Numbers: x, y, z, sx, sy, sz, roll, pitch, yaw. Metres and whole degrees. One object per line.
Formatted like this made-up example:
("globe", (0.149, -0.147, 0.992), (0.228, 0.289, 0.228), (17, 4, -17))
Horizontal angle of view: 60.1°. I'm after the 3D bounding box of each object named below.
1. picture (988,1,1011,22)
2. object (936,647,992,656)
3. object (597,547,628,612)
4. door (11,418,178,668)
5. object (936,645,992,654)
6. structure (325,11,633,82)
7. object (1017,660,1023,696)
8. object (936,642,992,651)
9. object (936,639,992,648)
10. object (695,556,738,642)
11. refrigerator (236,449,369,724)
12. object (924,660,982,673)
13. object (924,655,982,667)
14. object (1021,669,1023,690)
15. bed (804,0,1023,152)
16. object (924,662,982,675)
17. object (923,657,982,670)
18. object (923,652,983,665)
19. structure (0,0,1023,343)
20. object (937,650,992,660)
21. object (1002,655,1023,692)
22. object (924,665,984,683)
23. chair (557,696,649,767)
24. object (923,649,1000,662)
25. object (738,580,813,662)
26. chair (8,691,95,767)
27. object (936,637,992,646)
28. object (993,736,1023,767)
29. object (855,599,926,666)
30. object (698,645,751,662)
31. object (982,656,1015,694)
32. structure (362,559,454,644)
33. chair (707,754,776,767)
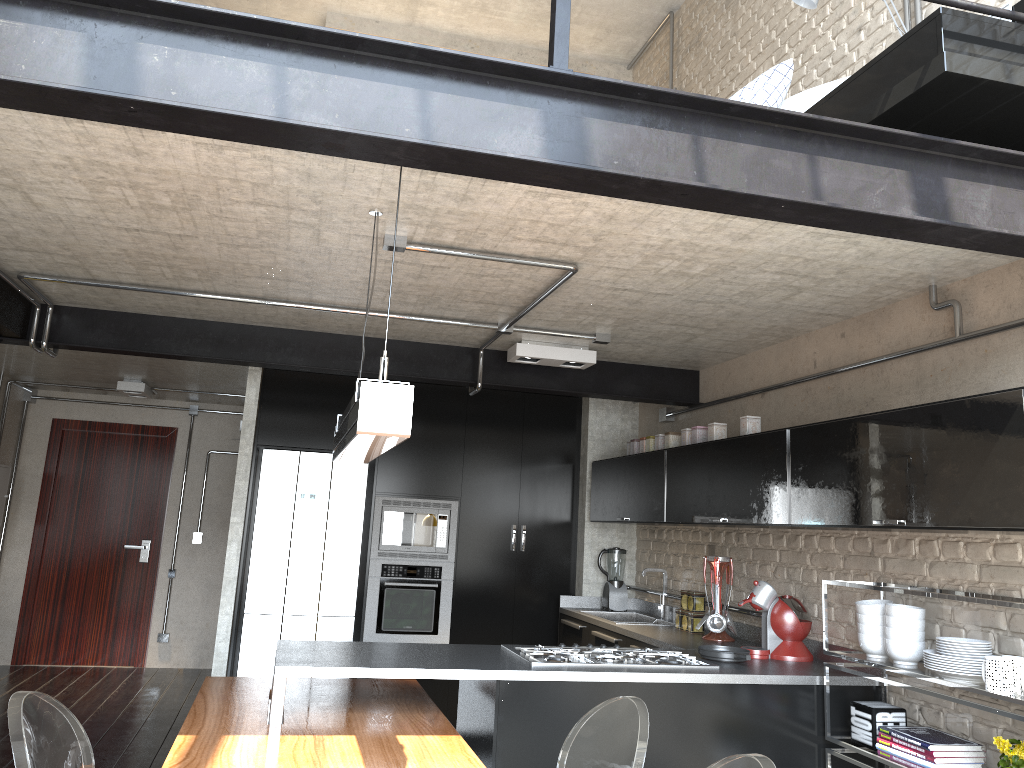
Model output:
("picture", (1.750, -1.211, 3.262), (0.033, 0.318, 0.224), (6, -12, -13))
("object", (1.542, 0.923, 3.018), (0.170, 0.030, 0.169), (5, -9, -9))
("object", (0.691, 1.343, 6.113), (0.223, 0.429, 0.160), (6, -13, -13))
("door", (-3.887, 1.479, 8.344), (1.132, 2.246, 0.193), (6, -13, -13))
("object", (1.542, 0.914, 3.020), (0.170, 0.030, 0.169), (5, -9, -9))
("structure", (-0.612, -1.162, 8.222), (2.589, 2.990, 2.759), (6, -11, -13))
("object", (1.612, 0.909, 2.731), (0.108, 0.101, 0.082), (8, -12, -24))
("object", (1.543, 0.906, 3.022), (0.170, 0.030, 0.169), (5, -9, -9))
("object", (1.543, 0.897, 3.024), (0.170, 0.030, 0.169), (5, -9, -9))
("object", (1.086, 1.133, 4.686), (0.210, 0.432, 0.199), (3, -12, 1))
("refrigerator", (-1.443, 1.402, 6.087), (0.723, 1.848, 0.493), (6, -13, -13))
("object", (1.539, 0.970, 3.008), (0.250, 0.031, 0.249), (-6, -13, 44))
("object", (1.540, 0.954, 3.012), (0.250, 0.031, 0.249), (-6, -13, 44))
("object", (1.578, 0.894, 2.645), (0.083, 0.101, 0.107), (-1, -12, 20))
("bed", (0.144, -0.807, 4.508), (2.691, 0.852, 4.431), (5, -10, -13))
("object", (1.538, 0.978, 3.006), (0.250, 0.031, 0.249), (-6, -13, 44))
("object", (1.539, 0.962, 3.010), (0.250, 0.031, 0.249), (-6, -13, 44))
("object", (1.540, 0.946, 3.014), (0.250, 0.031, 0.249), (-6, -13, 44))
("structure", (-0.747, 0.275, 3.414), (4.776, 3.385, 3.745), (6, -11, -13))
("object", (1.542, 0.932, 3.016), (0.170, 0.030, 0.169), (5, -9, -9))
("object", (1.614, 0.927, 2.836), (0.083, 0.101, 0.107), (-1, -12, 20))
("object", (1.538, 0.986, 3.005), (0.250, 0.031, 0.249), (-6, -13, 44))
("chair", (0.111, 1.416, 2.554), (0.587, 0.953, 0.535), (9, -13, -28))
("object", (1.540, 0.938, 3.015), (0.250, 0.031, 0.249), (-6, -13, 44))
("object", (1.220, 1.084, 4.067), (0.348, 0.345, 0.218), (9, -13, -29))
("chair", (-1.056, 1.306, 2.280), (0.590, 0.953, 0.533), (4, -12, -3))
("object", (1.544, 0.889, 3.025), (0.170, 0.030, 0.169), (5, -9, -9))
("object", (1.594, 1.192, 2.744), (0.175, 0.194, 0.180), (1, -11, 9))
("object", (1.459, 0.952, 3.413), (0.150, 0.219, 0.306), (7, -11, -16))
("object", (0.921, 1.179, 3.849), (0.227, 0.050, 0.307), (1, -10, 15))
("object", (1.539, 0.917, 2.800), (0.083, 0.101, 0.107), (-1, -12, 20))
("structure", (-0.745, 1.519, 6.198), (0.580, 0.565, 0.479), (6, -11, -13))
("chair", (0.302, 1.325, 1.926), (0.588, 0.953, 0.534), (7, -12, -18))
